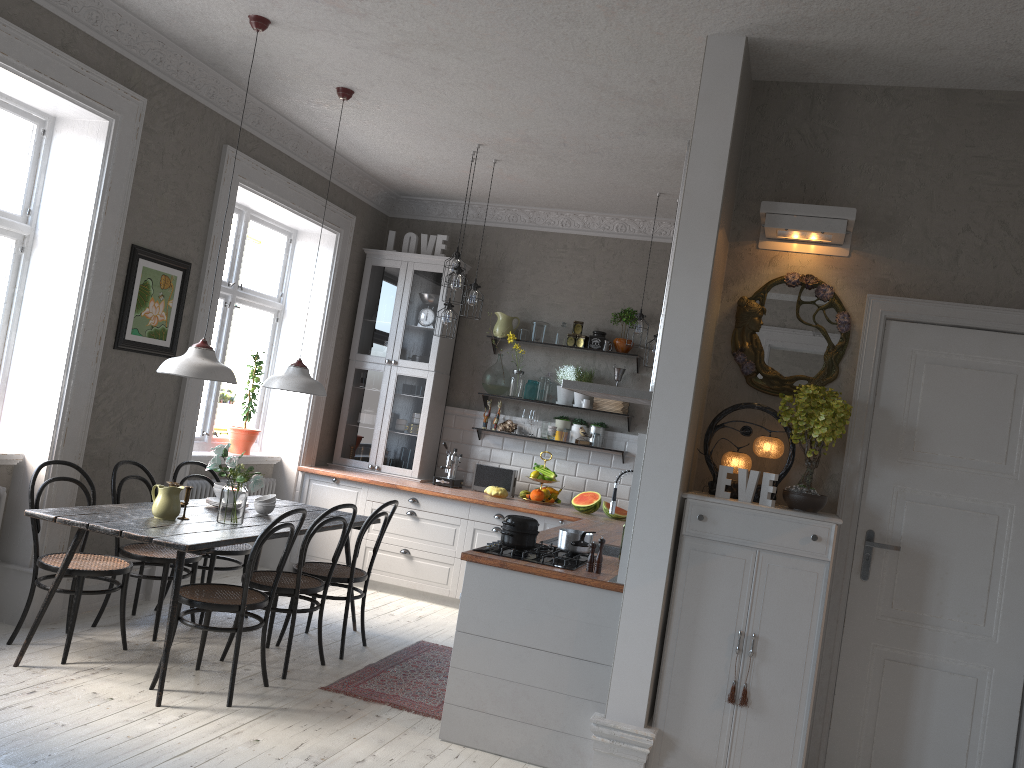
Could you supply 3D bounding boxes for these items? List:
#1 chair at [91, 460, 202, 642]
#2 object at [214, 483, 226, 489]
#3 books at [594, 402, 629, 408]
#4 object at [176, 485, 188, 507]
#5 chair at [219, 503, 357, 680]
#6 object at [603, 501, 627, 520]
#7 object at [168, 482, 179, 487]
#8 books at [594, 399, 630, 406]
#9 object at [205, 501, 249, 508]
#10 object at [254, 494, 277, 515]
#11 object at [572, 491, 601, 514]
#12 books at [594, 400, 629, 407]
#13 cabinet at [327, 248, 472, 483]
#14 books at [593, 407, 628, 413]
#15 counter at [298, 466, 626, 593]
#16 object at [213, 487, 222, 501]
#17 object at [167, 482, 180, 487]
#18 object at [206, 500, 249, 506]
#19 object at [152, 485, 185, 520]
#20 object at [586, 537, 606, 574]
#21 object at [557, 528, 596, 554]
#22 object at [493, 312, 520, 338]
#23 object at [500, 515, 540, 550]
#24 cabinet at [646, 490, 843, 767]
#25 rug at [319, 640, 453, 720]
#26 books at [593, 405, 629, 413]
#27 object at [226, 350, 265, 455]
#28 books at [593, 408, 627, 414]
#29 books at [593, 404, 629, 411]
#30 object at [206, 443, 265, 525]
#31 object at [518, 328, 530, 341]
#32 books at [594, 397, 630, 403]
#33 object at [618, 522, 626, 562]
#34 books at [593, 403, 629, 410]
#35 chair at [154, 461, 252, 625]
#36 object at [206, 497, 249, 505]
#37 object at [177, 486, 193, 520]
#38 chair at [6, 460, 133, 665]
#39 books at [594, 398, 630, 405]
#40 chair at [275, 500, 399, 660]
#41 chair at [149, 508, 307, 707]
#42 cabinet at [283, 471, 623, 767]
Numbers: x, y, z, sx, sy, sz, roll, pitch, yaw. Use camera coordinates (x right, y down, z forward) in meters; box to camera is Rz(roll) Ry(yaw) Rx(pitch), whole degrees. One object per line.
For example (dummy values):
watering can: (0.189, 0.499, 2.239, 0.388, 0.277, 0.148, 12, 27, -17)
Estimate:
chair: (-2.048, 0.933, 5.067, 0.544, 0.921, 0.442, 8, -3, 14)
object: (-1.644, 0.635, 5.143, 0.178, 0.094, 0.180, 9, -2, 8)
books: (0.817, 0.172, 7.296, 0.257, 0.011, 0.160, 8, -2, 19)
object: (-1.883, 0.622, 4.972, 0.139, 0.112, 0.139, 9, -2, 0)
chair: (-1.184, 1.056, 4.776, 0.540, 0.921, 0.445, 8, -3, 24)
object: (0.802, 0.976, 6.784, 0.224, 0.127, 0.148, 9, -2, -1)
object: (-1.778, 0.594, 4.617, 0.061, 0.172, 0.063, 7, -3, 39)
books: (0.820, 0.151, 7.297, 0.256, 0.016, 0.160, 8, -3, 29)
object: (-1.655, 0.707, 5.140, 0.233, 0.027, 0.242, 7, -3, 35)
object: (-1.431, 0.695, 5.124, 0.122, 0.119, 0.130, 7, -3, 33)
object: (0.578, 0.922, 6.904, 0.231, 0.174, 0.222, 7, -3, 39)
books: (0.818, 0.162, 7.297, 0.257, 0.011, 0.160, 8, -2, 23)
cabinet: (-0.966, -0.149, 7.670, 0.869, 1.921, 0.392, 8, -3, 16)
books: (0.810, 0.215, 7.294, 0.257, 0.011, 0.160, 8, -2, 23)
counter: (-0.475, 0.823, 5.910, 3.125, 0.039, 3.429, 8, -2, 17)
object: (-1.647, 0.655, 5.142, 0.178, 0.094, 0.180, 9, -2, 8)
object: (-1.813, 0.592, 4.703, 0.096, 0.172, 0.096, 9, -3, -2)
object: (-1.653, 0.698, 5.141, 0.240, 0.027, 0.235, 9, -2, -15)
object: (-1.750, 0.594, 4.484, 0.152, 0.170, 0.134, 10, -3, -22)
object: (0.386, 0.781, 4.070, 0.072, 0.167, 0.036, 8, -3, 16)
object: (0.359, 0.776, 4.406, 0.178, 0.134, 0.297, 11, -3, -38)
object: (-0.059, -0.492, 7.536, 0.187, 0.216, 0.176, 7, -3, 31)
object: (0.037, 0.713, 4.260, 0.191, 0.147, 0.192, 9, -2, -3)
cabinet: (0.997, 1.166, 3.858, 0.659, 1.297, 0.388, 8, -3, 17)
rug: (-0.440, 1.635, 4.973, 0.727, 0.014, 1.303, 8, -2, 18)
books: (0.811, 0.204, 7.295, 0.256, 0.016, 0.160, 8, -3, 29)
object: (-2.046, 0.137, 6.881, 0.254, 0.813, 0.265, 6, -4, 44)
books: (0.808, 0.226, 7.294, 0.257, 0.011, 0.160, 8, -2, 19)
books: (0.813, 0.194, 7.295, 0.257, 0.016, 0.160, 8, -2, 26)
object: (-1.444, 0.523, 4.620, 0.308, 0.414, 0.254, 8, -3, 15)
object: (0.100, -0.413, 7.546, 0.102, 0.111, 0.104, 8, -3, 17)
books: (0.823, 0.130, 7.298, 0.257, 0.011, 0.160, 8, -2, 23)
object: (0.616, 0.781, 4.565, 0.088, 0.282, 0.082, 8, -3, 17)
books: (0.815, 0.183, 7.296, 0.257, 0.011, 0.160, 8, -2, 23)
chair: (-1.883, 0.977, 5.529, 0.539, 0.921, 0.445, 7, -3, 29)
object: (-1.652, 0.690, 5.141, 0.232, 0.027, 0.242, 7, -3, 40)
object: (-1.674, 0.610, 4.549, 0.058, 0.167, 0.060, 7, -3, 31)
chair: (-2.215, 0.886, 4.532, 0.540, 0.921, 0.445, 8, -3, 24)
books: (0.822, 0.140, 7.298, 0.257, 0.016, 0.160, 8, -2, 26)
chair: (-1.019, 1.099, 5.236, 0.544, 0.921, 0.442, 8, -3, 14)
chair: (-1.343, 1.011, 4.262, 0.544, 0.921, 0.442, 8, -3, 14)
cabinet: (-0.069, 1.301, 5.909, 2.022, 0.854, 4.122, 10, -3, -26)
